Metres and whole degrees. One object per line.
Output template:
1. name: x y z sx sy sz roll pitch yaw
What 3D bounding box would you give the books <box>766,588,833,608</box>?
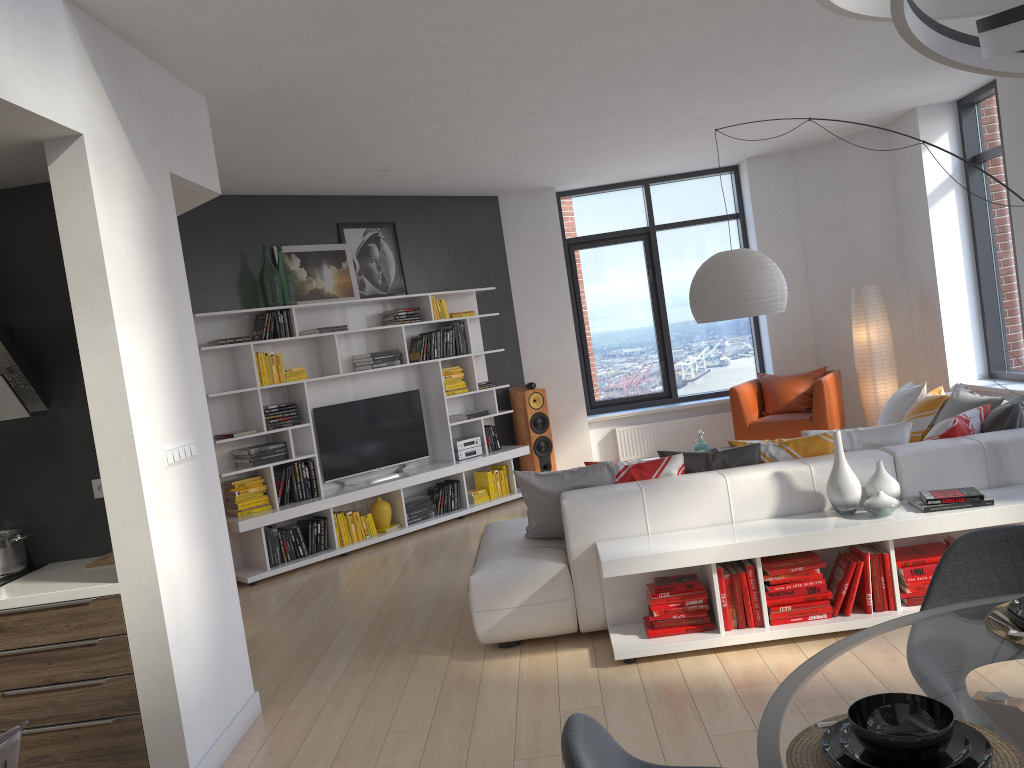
1. books: 1.311 0.978 4.146 0.301 0.032 0.227 -8 3 2

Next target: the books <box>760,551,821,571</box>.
1. books: 1.270 0.811 4.128 0.259 0.034 0.206 -8 3 -1

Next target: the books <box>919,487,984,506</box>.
1. books: 2.010 0.514 4.064 0.238 0.027 0.188 -7 3 16

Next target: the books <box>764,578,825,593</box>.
1. books: 1.293 0.912 4.128 0.261 0.027 0.191 -8 3 -2

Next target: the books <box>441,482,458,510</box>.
1. books: -0.571 1.018 8.084 0.084 0.249 0.191 -11 4 -43

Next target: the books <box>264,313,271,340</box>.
1. books: -1.972 -0.447 7.038 0.087 0.214 0.171 -11 4 -42

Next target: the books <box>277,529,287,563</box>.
1. books: -1.837 1.255 6.899 0.053 0.268 0.202 -11 4 -43

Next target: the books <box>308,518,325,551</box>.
1. books: -1.577 1.213 7.149 0.084 0.249 0.191 -11 4 -43

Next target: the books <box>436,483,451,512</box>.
1. books: -0.619 1.025 8.042 0.075 0.254 0.192 -11 4 -44

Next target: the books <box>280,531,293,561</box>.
1. books: -1.787 1.262 6.930 0.049 0.236 0.170 -11 4 -42

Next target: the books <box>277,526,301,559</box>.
1. books: -1.754 1.247 6.967 0.066 0.255 0.193 -11 4 -43

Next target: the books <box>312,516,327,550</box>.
1. books: -1.554 1.203 7.173 0.066 0.260 0.197 -11 4 -43

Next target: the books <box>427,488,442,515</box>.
1. books: -0.703 1.052 7.956 0.104 0.234 0.182 -11 4 -43

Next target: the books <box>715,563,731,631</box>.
1. books: 0.968 0.979 4.143 0.036 0.294 0.208 -8 3 2

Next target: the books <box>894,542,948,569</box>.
1. books: 1.904 0.799 4.143 0.301 0.032 0.227 -8 3 2

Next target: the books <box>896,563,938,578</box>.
1. books: 1.915 0.834 4.120 0.279 0.039 0.206 -8 3 1

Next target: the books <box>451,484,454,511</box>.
1. books: -0.594 1.028 8.056 0.068 0.243 0.179 -11 4 -44

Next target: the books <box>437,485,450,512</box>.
1. books: -0.616 1.034 8.007 0.069 0.242 0.172 -11 4 -42

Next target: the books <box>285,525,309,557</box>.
1. books: -1.705 1.239 7.008 0.083 0.249 0.191 -11 4 -43

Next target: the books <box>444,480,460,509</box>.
1. books: -0.548 1.009 8.108 0.066 0.260 0.197 -11 4 -43

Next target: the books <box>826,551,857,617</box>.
1. books: 1.511 0.924 4.107 0.144 0.247 0.188 -8 3 3

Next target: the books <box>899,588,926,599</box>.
1. books: 1.915 0.944 4.107 0.266 0.026 0.187 -8 3 8

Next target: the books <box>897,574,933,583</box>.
1. books: 1.921 0.868 4.105 0.261 0.027 0.191 -8 3 6

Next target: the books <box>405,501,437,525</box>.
1. books: -0.880 1.132 7.826 0.277 0.137 0.343 -6 4 42

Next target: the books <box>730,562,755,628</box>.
1. books: 1.076 0.980 4.133 0.042 0.259 0.195 -8 3 2

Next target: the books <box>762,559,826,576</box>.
1. books: 1.292 0.838 4.120 0.266 0.026 0.187 -8 3 -3

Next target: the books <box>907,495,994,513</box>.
1. books: 2.015 0.539 4.090 0.300 0.026 0.245 -8 3 7

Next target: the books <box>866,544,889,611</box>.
1. books: 1.681 0.893 4.100 0.028 0.266 0.188 -8 3 2

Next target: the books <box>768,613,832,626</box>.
1. books: 1.318 1.063 4.128 0.274 0.029 0.200 -8 3 2

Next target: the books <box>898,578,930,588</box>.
1. books: 1.916 0.894 4.102 0.236 0.023 0.178 -8 3 2

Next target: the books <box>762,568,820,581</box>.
1. books: 1.276 0.865 4.129 0.257 0.025 0.182 -8 3 2

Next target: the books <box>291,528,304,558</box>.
1. books: -1.727 1.248 6.982 0.066 0.242 0.177 -11 4 -43

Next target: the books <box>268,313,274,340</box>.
1. books: -1.943 -0.452 7.048 0.074 0.212 0.154 -11 4 -44

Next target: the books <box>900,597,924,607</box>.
1. books: 1.928 0.971 4.116 0.259 0.034 0.206 -8 3 5

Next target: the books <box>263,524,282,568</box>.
1. books: -1.908 1.246 6.841 0.128 0.321 0.259 -11 4 -43

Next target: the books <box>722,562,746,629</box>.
1. books: 1.038 0.986 4.145 0.034 0.259 0.207 -8 3 2

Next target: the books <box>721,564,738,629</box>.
1. books: 1.005 0.991 4.146 0.031 0.255 0.181 -8 3 2

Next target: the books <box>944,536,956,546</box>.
1. books: 2.113 0.837 4.090 0.134 0.248 0.192 -8 3 2

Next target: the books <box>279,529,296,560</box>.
1. books: -1.767 1.255 6.940 0.050 0.242 0.169 -11 4 -43

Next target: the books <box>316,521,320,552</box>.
1. books: -1.597 1.220 7.115 0.071 0.243 0.179 -11 4 -44

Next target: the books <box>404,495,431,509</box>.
1. books: -0.913 1.043 7.833 0.250 0.047 0.310 -6 4 43

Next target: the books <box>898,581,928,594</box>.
1. books: 1.922 0.916 4.112 0.257 0.025 0.182 -8 3 2

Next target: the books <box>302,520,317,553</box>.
1. books: -1.625 1.220 7.107 0.075 0.254 0.192 -11 4 -44

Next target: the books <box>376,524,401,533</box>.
1. books: -1.112 1.234 7.581 0.270 0.029 0.204 -6 3 32

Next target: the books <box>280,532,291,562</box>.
1. books: -1.809 1.265 6.919 0.053 0.240 0.189 -11 4 -42

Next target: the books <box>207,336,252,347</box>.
1. books: -2.172 -0.324 6.814 0.268 0.046 0.208 -11 4 -39

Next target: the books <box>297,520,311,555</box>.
1. books: -1.661 1.224 7.077 0.066 0.260 0.197 -11 4 -43

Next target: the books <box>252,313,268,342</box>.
1. books: -1.991 -0.444 7.012 0.096 0.213 0.166 -11 4 -44

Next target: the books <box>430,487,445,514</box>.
1. books: -0.681 1.049 7.982 0.096 0.234 0.187 -11 4 -42

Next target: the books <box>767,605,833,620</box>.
1. books: 1.316 1.035 4.109 0.282 0.030 0.188 -8 3 4

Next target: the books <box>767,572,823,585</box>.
1. books: 1.298 0.886 4.121 0.236 0.023 0.178 -8 3 2

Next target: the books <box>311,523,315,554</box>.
1. books: -1.624 1.229 7.072 0.069 0.242 0.172 -11 4 -42

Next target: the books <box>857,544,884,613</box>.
1. books: 1.651 0.893 4.110 0.038 0.270 0.215 -8 3 2

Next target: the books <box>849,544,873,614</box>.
1. books: 1.612 0.895 4.095 0.046 0.282 0.199 -8 3 2

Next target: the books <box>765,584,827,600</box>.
1. books: 1.300 0.944 4.146 0.279 0.039 0.206 -8 3 3

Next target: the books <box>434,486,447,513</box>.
1. books: -0.650 1.043 7.993 0.081 0.233 0.169 -11 4 -44

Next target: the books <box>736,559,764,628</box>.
1. books: 1.107 0.960 4.136 0.049 0.291 0.214 -8 3 2

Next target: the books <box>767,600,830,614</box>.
1. books: 1.311 1.008 4.112 0.266 0.026 0.187 -8 3 2

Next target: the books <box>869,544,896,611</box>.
1. books: 1.707 0.887 4.084 0.028 0.269 0.181 -8 3 2

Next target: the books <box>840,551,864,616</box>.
1. books: 1.551 0.919 4.099 0.115 0.245 0.192 -8 3 2
